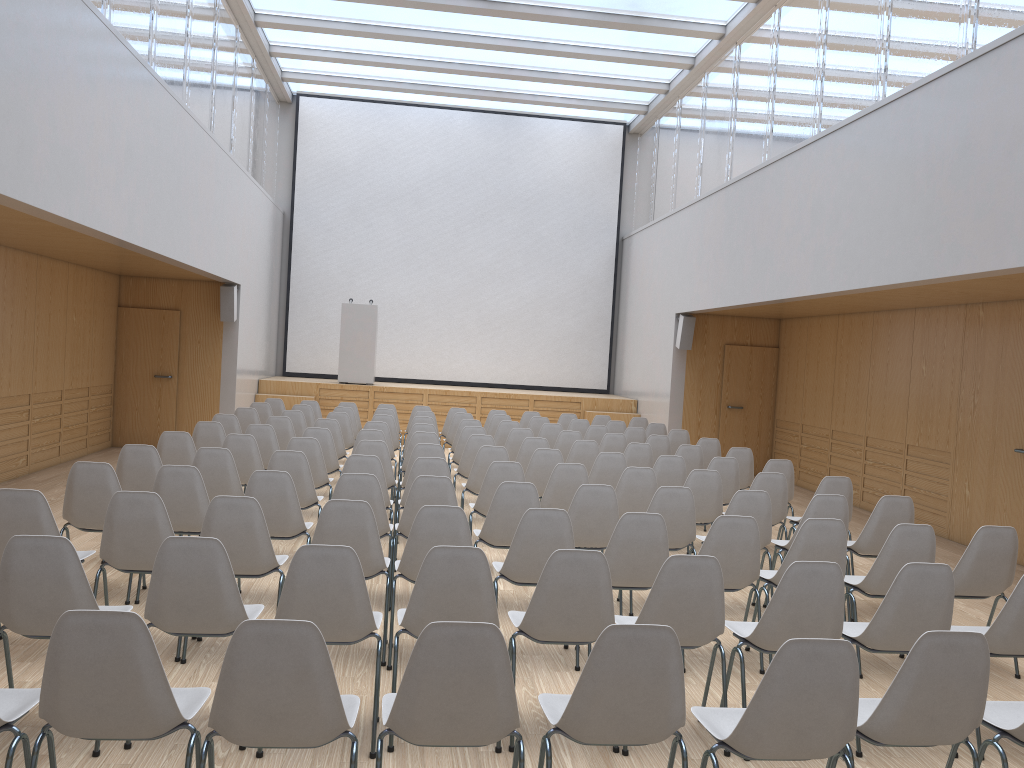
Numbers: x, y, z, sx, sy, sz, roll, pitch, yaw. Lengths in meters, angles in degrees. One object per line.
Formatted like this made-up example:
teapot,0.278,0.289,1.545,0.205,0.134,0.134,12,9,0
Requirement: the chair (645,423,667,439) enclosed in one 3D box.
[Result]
chair,1.892,0.950,12.136,0.479,0.876,0.505,3,2,-7

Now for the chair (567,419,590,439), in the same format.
chair,0.852,0.892,12.015,0.479,0.876,0.505,3,2,-7

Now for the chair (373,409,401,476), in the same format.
chair,-1.705,0.749,11.776,0.479,0.876,0.505,3,2,-7

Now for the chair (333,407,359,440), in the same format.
chair,-2.216,0.722,11.657,0.479,0.876,0.505,3,2,-7

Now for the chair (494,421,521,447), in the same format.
chair,-0.078,0.872,10.960,0.479,0.876,0.505,3,2,-7

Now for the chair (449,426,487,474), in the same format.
chair,-0.462,0.885,9.850,0.479,0.876,0.505,3,2,-7

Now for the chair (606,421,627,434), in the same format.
chair,1.351,0.918,12.132,0.479,0.876,0.505,3,2,-7

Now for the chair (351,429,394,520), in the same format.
chair,-1.403,0.865,8.775,0.479,0.876,0.505,3,2,-7

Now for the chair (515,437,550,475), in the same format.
chair,0.183,0.953,8.960,0.479,0.876,0.505,3,2,-7

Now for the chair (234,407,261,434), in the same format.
chair,-3.153,0.702,10.601,0.479,0.876,0.505,3,2,-7

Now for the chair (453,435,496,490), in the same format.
chair,-0.350,0.922,8.916,0.479,0.876,0.505,3,2,-7

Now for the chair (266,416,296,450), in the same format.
chair,-2.521,0.769,9.669,0.479,0.876,0.505,3,2,-7

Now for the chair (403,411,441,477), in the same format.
chair,-1.178,0.780,11.778,0.479,0.876,0.505,3,2,-7

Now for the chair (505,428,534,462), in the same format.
chair,0.056,0.912,9.979,0.479,0.876,0.505,3,2,-7

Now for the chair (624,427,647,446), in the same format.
chair,1.467,0.957,11.150,0.479,0.876,0.505,3,2,-7

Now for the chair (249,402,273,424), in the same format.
chair,-3.271,0.662,11.603,0.479,0.876,0.505,3,2,-7

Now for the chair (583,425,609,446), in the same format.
chair,1.001,0.932,11.067,0.479,0.876,0.505,3,2,-7

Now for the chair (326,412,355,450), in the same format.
chair,-2.105,0.759,10.733,0.479,0.876,0.505,3,2,-7

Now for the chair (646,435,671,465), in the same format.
chair,1.587,0.997,10.158,0.479,0.876,0.505,3,2,-7

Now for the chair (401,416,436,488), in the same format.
chair,-1.106,0.815,10.822,0.479,0.876,0.505,3,2,-7

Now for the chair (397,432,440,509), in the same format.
chair,-0.894,0.892,8.863,0.479,0.876,0.505,3,2,-7

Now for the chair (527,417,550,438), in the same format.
chair,0.320,0.862,11.994,0.479,0.876,0.505,3,2,-7

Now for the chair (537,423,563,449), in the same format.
chair,0.435,0.902,10.960,0.479,0.876,0.505,3,2,-7

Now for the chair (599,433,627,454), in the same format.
chair,1.086,0.970,10.051,0.479,0.876,0.505,3,2,-7

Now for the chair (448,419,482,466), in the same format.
chair,-0.541,0.849,10.805,0.479,0.876,0.505,3,2,-7

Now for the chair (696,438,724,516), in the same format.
chair,2.148,1.030,10.154,0.479,0.876,0.505,3,2,-7

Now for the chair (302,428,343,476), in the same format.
chair,-1.888,0.841,8.637,0.479,0.876,0.505,3,2,-7

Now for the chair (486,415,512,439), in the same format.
chair,-0.187,0.833,11.963,0.479,0.876,0.505,3,2,-7

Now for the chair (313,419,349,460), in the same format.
chair,-2.024,0.798,9.709,0.479,0.876,0.505,3,2,-7

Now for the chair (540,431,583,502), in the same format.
chair,0.594,0.942,10.014,0.479,0.876,0.505,3,2,-7

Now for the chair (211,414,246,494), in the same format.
chair,-3.055,0.742,9.548,0.479,0.876,0.505,3,2,-7

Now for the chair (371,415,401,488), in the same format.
chair,-1.574,0.790,10.747,0.479,0.876,0.505,3,2,-7

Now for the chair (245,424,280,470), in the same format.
chair,-2.433,0.808,8.655,0.479,0.876,0.505,3,2,-7

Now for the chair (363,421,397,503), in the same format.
chair,-1.498,0.828,9.729,0.479,0.876,0.505,3,2,-7

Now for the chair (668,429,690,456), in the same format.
chair,2.009,0.988,11.184,0.479,0.876,0.505,3,2,-7

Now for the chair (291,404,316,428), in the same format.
chair,-2.744,0.692,11.637,0.479,0.876,0.505,3,2,-7

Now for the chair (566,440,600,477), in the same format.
chair,0.677,0.981,8.998,0.479,0.876,0.505,3,2,-7

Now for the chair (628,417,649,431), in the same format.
chair,1.807,0.911,13.173,0.479,0.876,0.505,3,2,-7

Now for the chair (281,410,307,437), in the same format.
chair,-2.611,0.733,10.605,0.479,0.876,0.505,3,2,-7

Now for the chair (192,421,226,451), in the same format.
chair,-2.910,0.780,8.628,0.479,0.876,0.505,3,2,-7

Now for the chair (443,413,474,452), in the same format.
chair,-0.686,0.806,11.876,0.479,0.876,0.505,3,2,-7

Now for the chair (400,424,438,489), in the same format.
chair,-0.999,0.855,9.808,0.479,0.876,0.505,3,2,-7
